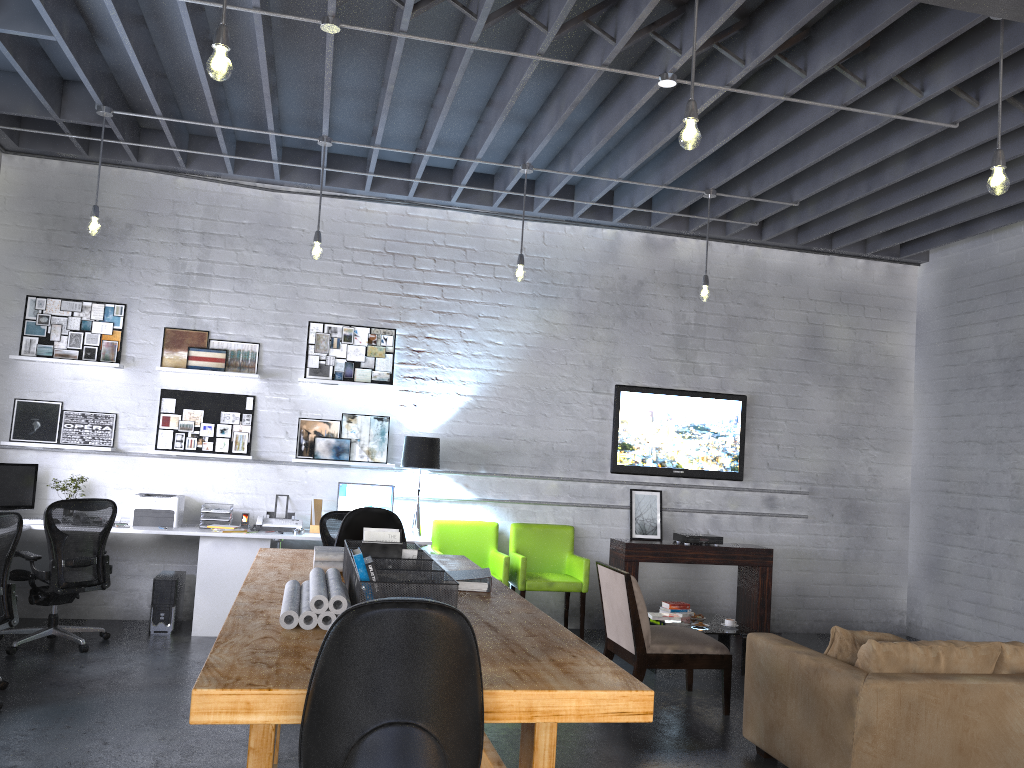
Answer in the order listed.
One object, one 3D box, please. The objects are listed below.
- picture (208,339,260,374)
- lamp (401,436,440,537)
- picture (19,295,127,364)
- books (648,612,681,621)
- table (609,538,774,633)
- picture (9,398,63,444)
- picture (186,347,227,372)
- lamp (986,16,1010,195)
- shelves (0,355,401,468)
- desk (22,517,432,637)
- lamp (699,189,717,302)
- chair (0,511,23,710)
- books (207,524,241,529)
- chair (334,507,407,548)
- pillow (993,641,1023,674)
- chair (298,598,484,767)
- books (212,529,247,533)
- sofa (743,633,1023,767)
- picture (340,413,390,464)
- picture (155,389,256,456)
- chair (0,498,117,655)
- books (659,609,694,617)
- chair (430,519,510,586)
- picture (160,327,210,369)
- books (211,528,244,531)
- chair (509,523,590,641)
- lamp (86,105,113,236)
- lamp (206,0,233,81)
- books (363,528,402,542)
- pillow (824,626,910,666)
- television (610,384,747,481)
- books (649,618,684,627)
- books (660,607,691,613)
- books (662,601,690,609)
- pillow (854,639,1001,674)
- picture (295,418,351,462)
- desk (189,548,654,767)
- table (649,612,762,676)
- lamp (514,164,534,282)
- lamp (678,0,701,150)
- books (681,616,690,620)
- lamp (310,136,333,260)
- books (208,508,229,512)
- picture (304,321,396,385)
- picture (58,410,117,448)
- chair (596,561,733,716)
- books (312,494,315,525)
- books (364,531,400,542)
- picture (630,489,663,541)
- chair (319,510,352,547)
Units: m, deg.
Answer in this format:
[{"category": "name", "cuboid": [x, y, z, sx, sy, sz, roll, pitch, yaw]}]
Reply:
[{"category": "picture", "cuboid": [-2.322, -0.221, 7.386, 0.410, 0.276, 0.036, 5, -4, -13]}, {"category": "lamp", "cuboid": [-0.782, 0.863, 7.470, 0.333, 0.831, 0.334, 0, -5, 39]}, {"category": "picture", "cuboid": [-3.520, -0.432, 7.117, 0.749, 0.503, 0.058, 5, -4, -13]}, {"category": "books", "cuboid": [1.157, 1.769, 6.740, 0.223, 0.027, 0.161, 4, -5, -3]}, {"category": "table", "cuboid": [1.598, 1.850, 7.993, 1.410, 0.819, 0.404, 5, -4, -13]}, {"category": "picture", "cuboid": [-3.772, 0.296, 7.030, 0.355, 0.342, 0.042, 5, -4, -13]}, {"category": "picture", "cuboid": [-2.521, -0.198, 7.323, 0.311, 0.196, 0.029, 5, -4, -13]}, {"category": "lamp", "cuboid": [2.204, -1.284, 4.004, 0.104, 0.877, 0.104, 1, -4, 31]}, {"category": "shelves", "cuboid": [-2.456, 0.247, 7.253, 3.024, 0.693, 0.199, 5, -4, -13]}, {"category": "desk", "cuboid": [-2.175, 1.437, 5.663, 3.575, 0.784, 3.301, 5, -5, -13]}, {"category": "lamp", "cuboid": [1.530, -1.081, 6.952, 0.104, 0.877, 0.104, 1, -4, 31]}, {"category": "chair", "cuboid": [-3.026, 1.181, 4.709, 0.753, 1.030, 0.732, 4, -4, -9]}, {"category": "books", "cuboid": [-2.223, 1.103, 6.845, 0.211, 0.014, 0.148, 3, -5, 2]}, {"category": "chair", "cuboid": [-0.738, 1.258, 4.719, 0.659, 1.163, 0.687, 5, -4, -14]}, {"category": "pillow", "cuboid": [2.586, 1.451, 4.374, 0.667, 0.402, 0.291, 5, -4, -13]}, {"category": "chair", "cuboid": [-0.352, 1.071, 2.180, 0.659, 1.163, 0.687, 5, -4, -14]}, {"category": "books", "cuboid": [-2.187, 1.135, 6.868, 0.148, 0.014, 0.211, -1, -6, 42]}, {"category": "sofa", "cuboid": [2.491, 1.718, 4.588, 2.331, 0.628, 1.105, 5, -5, -13]}, {"category": "picture", "cuboid": [-1.262, 0.467, 7.593, 0.410, 0.408, 0.048, 5, -4, -13]}, {"category": "picture", "cuboid": [-2.522, 0.317, 7.307, 0.749, 0.503, 0.058, 5, -4, -13]}, {"category": "chair", "cuboid": [-3.180, 1.293, 6.166, 0.752, 1.030, 0.733, 3, -4, 11]}, {"category": "books", "cuboid": [1.310, 1.820, 7.060, 0.161, 0.026, 0.223, 8, -6, -43]}, {"category": "chair", "cuboid": [-0.378, 1.634, 7.492, 0.611, 0.919, 0.516, 4, -4, -13]}, {"category": "picture", "cuboid": [-2.695, -0.284, 7.307, 0.355, 0.342, 0.042, 5, -4, -13]}, {"category": "books", "cuboid": [-2.199, 1.119, 6.853, 0.211, 0.014, 0.148, 7, -6, -38]}, {"category": "chair", "cuboid": [0.298, 1.689, 7.643, 0.611, 0.919, 0.516, 4, -4, -13]}, {"category": "lamp", "cuboid": [-2.785, -1.431, 5.983, 0.104, 0.877, 0.104, 4, -4, -13]}, {"category": "lamp", "cuboid": [-1.048, -1.548, 3.273, 0.104, 0.877, 0.104, 4, -4, -13]}, {"category": "books", "cuboid": [-0.582, 0.751, 3.953, 0.171, 0.210, 0.046, 5, -4, -13]}, {"category": "pillow", "cuboid": [1.747, 1.400, 4.402, 0.523, 0.402, 0.319, 3, -4, 7]}, {"category": "television", "cuboid": [1.558, 0.460, 8.225, 1.324, 0.815, 0.021, 5, -4, -13]}, {"category": "books", "cuboid": [1.168, 1.805, 6.718, 0.174, 0.045, 0.240, 6, -5, -23]}, {"category": "books", "cuboid": [1.301, 1.795, 7.064, 0.208, 0.024, 0.144, 6, -5, -28]}, {"category": "books", "cuboid": [1.303, 1.762, 7.058, 0.185, 0.041, 0.129, 5, -5, -18]}, {"category": "pillow", "cuboid": [1.929, 1.398, 4.226, 0.704, 0.402, 0.291, 5, -4, -13]}, {"category": "picture", "cuboid": [-1.590, 0.471, 7.509, 0.452, 0.345, 0.054, 5, -4, -13]}, {"category": "desk", "cuboid": [-0.524, 1.288, 3.469, 1.115, 0.925, 2.834, 5, -5, -13]}, {"category": "table", "cuboid": [1.389, 2.008, 6.913, 0.873, 0.299, 0.874, 4, -5, -9]}, {"category": "lamp", "cuboid": [0.082, -1.199, 6.627, 0.104, 0.877, 0.104, 4, -4, -13]}, {"category": "lamp", "cuboid": [0.757, -1.401, 3.678, 0.104, 0.877, 0.104, 4, -4, -13]}, {"category": "books", "cuboid": [1.281, 1.847, 7.057, 0.223, 0.032, 0.161, 7, -6, -33]}, {"category": "lamp", "cuboid": [-1.360, -1.316, 6.303, 0.104, 0.877, 0.104, 4, -4, -13]}, {"category": "books", "cuboid": [-2.376, 1.015, 7.155, 0.134, 0.008, 0.203, 6, -5, -29]}, {"category": "picture", "cuboid": [-1.380, -0.258, 7.598, 0.749, 0.503, 0.058, 5, -4, -13]}, {"category": "picture", "cuboid": [-3.399, 0.359, 7.109, 0.410, 0.276, 0.036, 5, -4, -13]}, {"category": "chair", "cuboid": [0.945, 1.604, 5.660, 0.725, 0.841, 0.575, 5, -4, -13]}, {"category": "books", "cuboid": [-1.631, 1.062, 7.294, 0.043, 0.296, 0.210, 4, -4, -13]}, {"category": "books", "cuboid": [-0.578, 0.755, 3.922, 0.158, 0.199, 0.082, 5, -4, -13]}, {"category": "picture", "cuboid": [1.225, 1.194, 8.095, 0.308, 0.456, 0.092, 4, -4, -13]}, {"category": "chair", "cuboid": [-1.300, 1.459, 6.745, 0.732, 1.030, 0.753, 8, -6, -44]}]
